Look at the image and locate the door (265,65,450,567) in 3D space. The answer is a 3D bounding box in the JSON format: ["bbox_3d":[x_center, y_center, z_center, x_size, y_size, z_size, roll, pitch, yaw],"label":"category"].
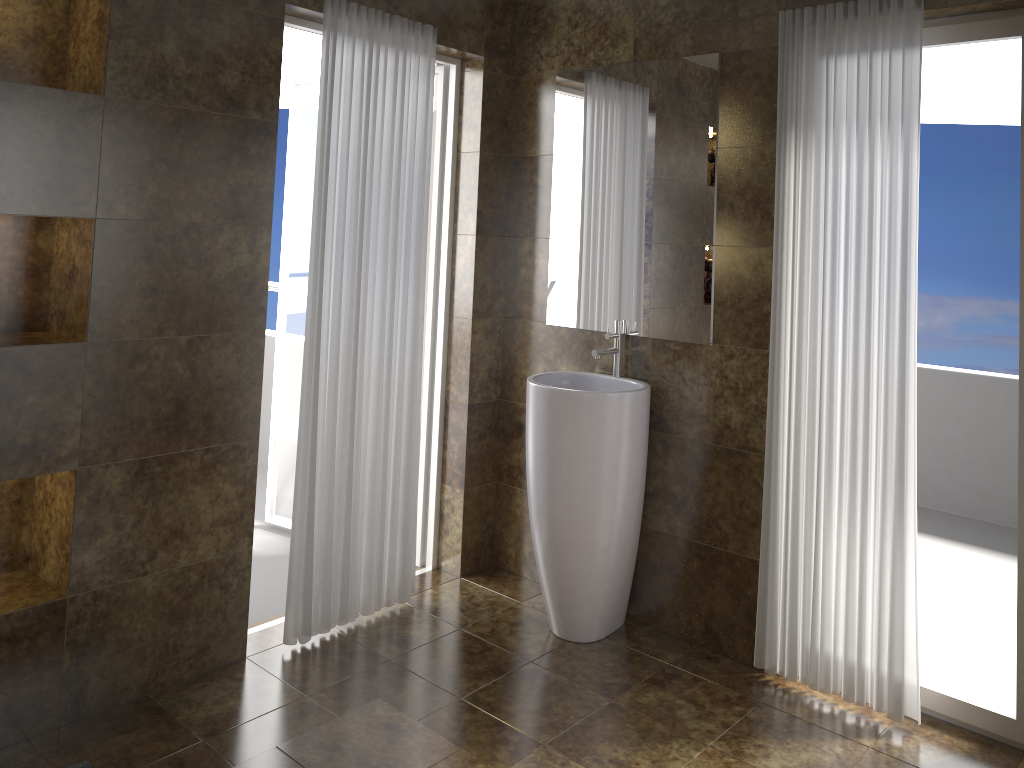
[{"bbox_3d":[-0.739,-0.374,4.025,0.964,2.220,0.039,2,-3,31],"label":"door"}]

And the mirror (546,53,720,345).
[{"bbox_3d":[0.458,-0.739,3.426,0.772,1.087,0.008,3,-2,41],"label":"mirror"}]

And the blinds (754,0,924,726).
[{"bbox_3d":[1.060,-0.145,2.803,0.519,2.258,0.067,0,-4,41],"label":"blinds"}]

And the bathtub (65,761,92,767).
[{"bbox_3d":[-0.293,1.175,1.006,1.746,0.520,1.774,0,9,-17],"label":"bathtub"}]

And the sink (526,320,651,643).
[{"bbox_3d":[0.263,0.337,3.196,0.460,1.133,0.435,1,-2,44],"label":"sink"}]

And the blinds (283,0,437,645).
[{"bbox_3d":[-0.523,-0.276,3.204,0.068,2.270,0.597,-1,-4,41],"label":"blinds"}]

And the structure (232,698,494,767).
[{"bbox_3d":[-0.291,1.184,1.006,2.025,0.123,2.008,11,13,41],"label":"structure"}]
